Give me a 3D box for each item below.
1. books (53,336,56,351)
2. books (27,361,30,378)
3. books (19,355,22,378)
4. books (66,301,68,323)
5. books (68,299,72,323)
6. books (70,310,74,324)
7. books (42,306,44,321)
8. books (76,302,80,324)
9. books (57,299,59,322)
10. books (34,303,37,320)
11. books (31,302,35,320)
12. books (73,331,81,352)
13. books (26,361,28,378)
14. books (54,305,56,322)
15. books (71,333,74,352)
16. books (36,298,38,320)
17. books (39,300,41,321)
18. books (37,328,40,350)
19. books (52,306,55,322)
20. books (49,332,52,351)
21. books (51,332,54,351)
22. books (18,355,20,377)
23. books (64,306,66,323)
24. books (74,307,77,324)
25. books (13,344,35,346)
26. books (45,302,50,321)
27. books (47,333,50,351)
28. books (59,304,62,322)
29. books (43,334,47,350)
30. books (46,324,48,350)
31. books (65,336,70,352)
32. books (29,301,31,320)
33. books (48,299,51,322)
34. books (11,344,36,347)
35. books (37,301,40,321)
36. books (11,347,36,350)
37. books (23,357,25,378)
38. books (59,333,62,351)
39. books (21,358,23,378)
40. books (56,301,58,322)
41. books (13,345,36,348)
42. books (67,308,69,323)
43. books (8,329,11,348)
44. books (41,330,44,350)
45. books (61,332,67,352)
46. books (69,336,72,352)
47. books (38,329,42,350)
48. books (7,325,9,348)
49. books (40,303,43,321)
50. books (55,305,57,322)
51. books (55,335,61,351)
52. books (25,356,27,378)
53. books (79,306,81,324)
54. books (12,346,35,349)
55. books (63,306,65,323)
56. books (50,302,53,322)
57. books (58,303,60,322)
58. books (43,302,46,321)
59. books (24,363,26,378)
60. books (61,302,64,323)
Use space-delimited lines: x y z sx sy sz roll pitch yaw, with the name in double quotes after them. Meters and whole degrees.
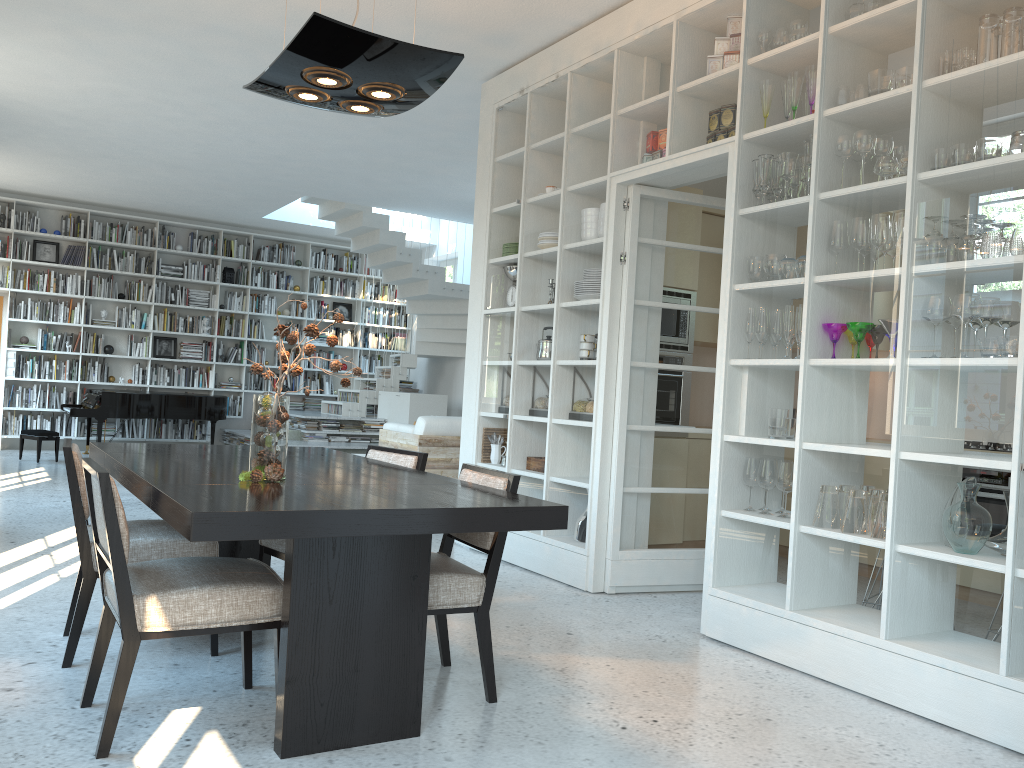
-5.898 -0.517 11.414 0.029 0.190 0.189 3 0 -31 "books"
-6.157 -0.181 11.282 0.015 0.217 0.180 3 0 -31 "books"
-6.234 -0.224 11.249 0.014 0.294 0.171 3 0 -31 "books"
-5.786 -0.929 11.510 0.015 0.293 0.143 3 0 -31 "books"
-5.745 -0.943 11.518 0.035 0.325 0.170 3 0 -31 "books"
-5.723 -0.870 11.537 0.030 0.183 0.151 3 0 -31 "books"
-6.022 -0.900 11.370 0.010 0.204 0.139 3 0 -31 "books"
-5.672 -0.918 11.573 0.027 0.286 0.148 3 0 -31 "books"
-5.871 -0.940 11.460 0.011 0.304 0.129 3 0 -31 "books"
-6.079 -0.917 11.314 0.014 0.230 0.148 3 0 -31 "books"
-6.116 -0.926 11.314 0.049 0.243 0.139 3 0 -31 "books"
-5.663 -0.545 11.537 0.082 0.276 0.228 3 0 -31 "books"
-6.176 -0.182 11.285 0.015 0.218 0.176 3 0 -31 "books"
-5.893 -0.904 11.422 0.013 0.229 0.177 3 0 -31 "books"
-5.728 -0.536 11.544 0.021 0.251 0.154 3 0 -31 "books"
-6.065 -0.948 11.318 0.011 0.293 0.183 3 0 -31 "books"
-6.044 -0.935 11.343 0.011 0.271 0.157 3 0 -31 "books"
-6.059 -0.575 11.338 0.012 0.285 0.159 3 0 -31 "books"
-5.915 -0.893 11.425 0.021 0.205 0.130 3 0 -31 "books"
-5.944 -0.549 11.421 0.022 0.249 0.129 3 0 -31 "books"
-5.920 -0.548 11.414 0.011 0.250 0.172 3 0 -31 "books"
-6.251 -0.223 11.247 0.016 0.289 0.152 3 0 -31 "books"
-5.801 -0.894 11.497 0.021 0.220 0.148 3 0 -31 "books"
-5.696 -0.888 11.553 0.031 0.223 0.144 3 0 -31 "books"
-6.202 -0.497 11.265 0.254 0.012 0.161 4 -1 -30 "books"
-5.976 -0.923 11.396 0.048 0.256 0.141 3 0 -31 "books"
-5.970 -0.542 11.413 0.030 0.231 0.148 3 0 -31 "books"
-5.849 -0.908 11.480 0.028 0.242 0.131 3 0 -31 "books"
-5.985 -0.532 11.358 0.029 0.208 0.189 3 0 -31 "books"
-5.982 -0.595 11.397 0.011 0.336 0.153 3 0 -31 "books"
-5.767 -0.517 11.506 0.030 0.207 0.172 3 0 -31 "books"
-6.129 -0.928 11.278 0.011 0.246 0.176 3 0 -31 "books"
-5.939 -0.943 11.396 0.013 0.300 0.151 3 0 -31 "books"
-6.199 -0.484 11.259 0.285 0.012 0.159 4 -1 -27 "books"
-6.049 -0.924 11.320 0.021 0.247 0.189 3 0 -31 "books"
-6.203 -0.448 11.261 0.285 0.012 0.159 4 -1 -28 "books"
-6.201 -0.207 11.256 0.007 0.264 0.176 3 0 -31 "books"
-5.848 -0.539 11.482 0.013 0.242 0.141 3 0 -31 "books"
-6.224 -0.205 11.265 0.022 0.257 0.141 3 0 -31 "books"
-5.873 -0.924 11.441 0.012 0.272 0.145 3 0 -31 "books"
-6.201 -0.472 11.261 0.254 0.012 0.161 4 -1 -34 "books"
-5.769 -0.883 11.505 0.013 0.203 0.161 3 0 -31 "books"
-6.334 -0.572 11.174 0.028 0.243 0.156 3 0 -31 "books"
-6.025 -0.558 11.368 0.031 0.255 0.143 3 0 -31 "books"
-5.808 -0.543 11.488 0.060 0.255 0.158 3 0 -31 "books"
-5.748 -0.516 11.529 0.027 0.209 0.143 3 0 -31 "books"
-6.044 -0.568 11.347 0.024 0.273 0.150 3 0 -31 "books"
-6.356 -0.595 11.172 0.012 0.285 0.159 3 0 -31 "books"
-6.021 -0.917 11.338 0.024 0.237 0.166 3 0 -31 "books"
-5.888 -0.903 11.439 0.013 0.227 0.151 3 0 -31 "books"
-5.878 -0.527 11.464 0.056 0.214 0.142 3 0 -31 "books"
-6.180 -0.214 11.274 0.008 0.279 0.164 3 0 -31 "books"
-5.646 -0.902 11.590 0.036 0.257 0.123 3 0 -31 "books"
-6.204 -0.460 11.265 0.254 0.012 0.161 4 -1 -30 "books"
-5.813 -0.893 11.485 0.012 0.217 0.160 3 0 -31 "books"
-5.932 -0.920 11.414 0.021 0.256 0.156 3 0 -31 "books"
-5.861 -0.913 11.461 0.011 0.251 0.139 3 0 -31 "books"
-5.997 -0.918 11.363 0.023 0.242 0.184 3 0 -31 "books"
-6.183 -0.169 11.249 0.019 0.189 0.193 3 0 -31 "books"
-5.815 -0.922 11.466 0.015 0.275 0.157 3 0 -31 "books"
